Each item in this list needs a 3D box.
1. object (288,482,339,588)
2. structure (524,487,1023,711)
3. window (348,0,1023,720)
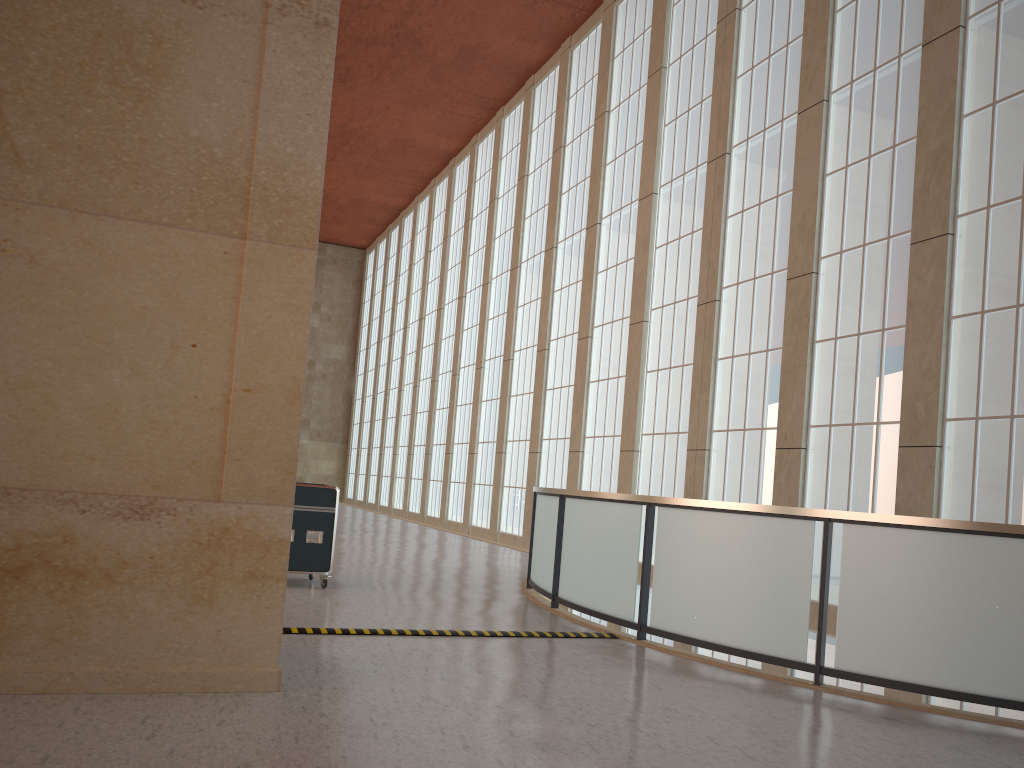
[{"bbox_3d":[-3.331,2.285,13.590,1.058,1.536,1.275,6,-5,-21],"label":"object"},{"bbox_3d":[3.525,2.603,12.454,5.263,1.788,13.093,8,-7,-31],"label":"structure"},{"bbox_3d":[-16.595,5.910,74.931,0.010,28.534,165.289,6,-6,-21],"label":"window"}]
